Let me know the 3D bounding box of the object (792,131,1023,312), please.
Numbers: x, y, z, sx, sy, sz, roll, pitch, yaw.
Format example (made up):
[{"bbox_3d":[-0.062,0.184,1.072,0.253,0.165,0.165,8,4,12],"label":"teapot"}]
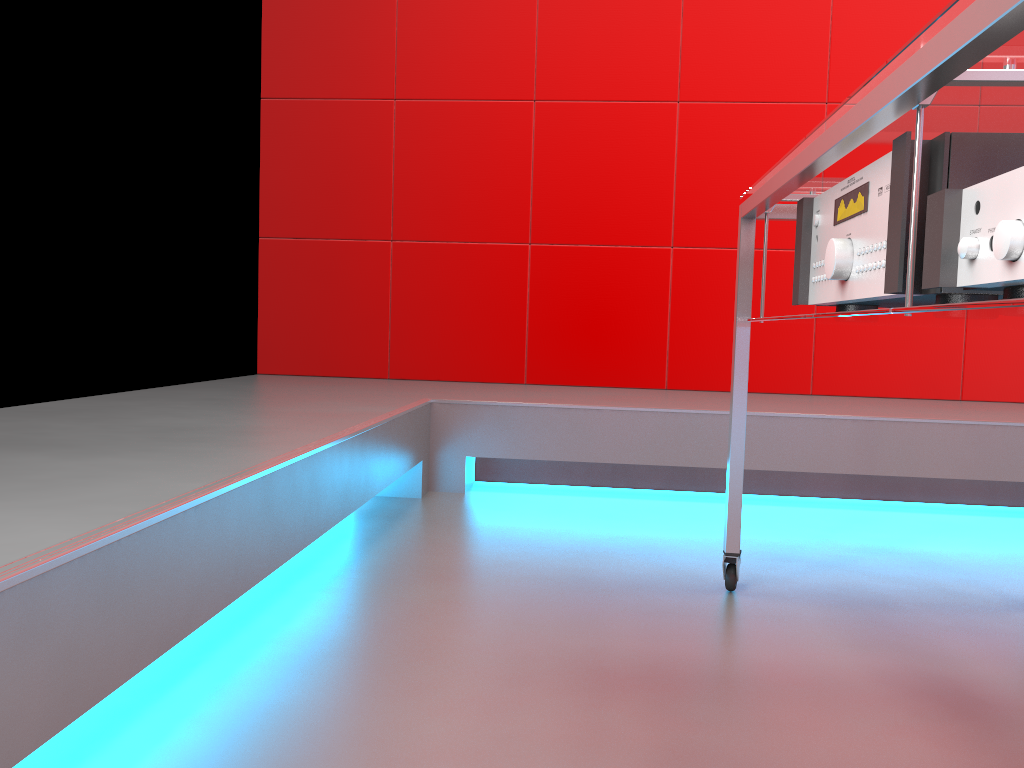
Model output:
[{"bbox_3d":[0.546,-0.151,0.987,0.371,0.158,0.431,2,4,5],"label":"object"}]

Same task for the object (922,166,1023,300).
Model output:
[{"bbox_3d":[0.501,-0.089,0.500,0.365,0.092,0.435,2,4,5],"label":"object"}]

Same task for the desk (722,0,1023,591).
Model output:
[{"bbox_3d":[0.583,0.078,0.774,0.594,0.690,1.617,2,4,5],"label":"desk"}]
